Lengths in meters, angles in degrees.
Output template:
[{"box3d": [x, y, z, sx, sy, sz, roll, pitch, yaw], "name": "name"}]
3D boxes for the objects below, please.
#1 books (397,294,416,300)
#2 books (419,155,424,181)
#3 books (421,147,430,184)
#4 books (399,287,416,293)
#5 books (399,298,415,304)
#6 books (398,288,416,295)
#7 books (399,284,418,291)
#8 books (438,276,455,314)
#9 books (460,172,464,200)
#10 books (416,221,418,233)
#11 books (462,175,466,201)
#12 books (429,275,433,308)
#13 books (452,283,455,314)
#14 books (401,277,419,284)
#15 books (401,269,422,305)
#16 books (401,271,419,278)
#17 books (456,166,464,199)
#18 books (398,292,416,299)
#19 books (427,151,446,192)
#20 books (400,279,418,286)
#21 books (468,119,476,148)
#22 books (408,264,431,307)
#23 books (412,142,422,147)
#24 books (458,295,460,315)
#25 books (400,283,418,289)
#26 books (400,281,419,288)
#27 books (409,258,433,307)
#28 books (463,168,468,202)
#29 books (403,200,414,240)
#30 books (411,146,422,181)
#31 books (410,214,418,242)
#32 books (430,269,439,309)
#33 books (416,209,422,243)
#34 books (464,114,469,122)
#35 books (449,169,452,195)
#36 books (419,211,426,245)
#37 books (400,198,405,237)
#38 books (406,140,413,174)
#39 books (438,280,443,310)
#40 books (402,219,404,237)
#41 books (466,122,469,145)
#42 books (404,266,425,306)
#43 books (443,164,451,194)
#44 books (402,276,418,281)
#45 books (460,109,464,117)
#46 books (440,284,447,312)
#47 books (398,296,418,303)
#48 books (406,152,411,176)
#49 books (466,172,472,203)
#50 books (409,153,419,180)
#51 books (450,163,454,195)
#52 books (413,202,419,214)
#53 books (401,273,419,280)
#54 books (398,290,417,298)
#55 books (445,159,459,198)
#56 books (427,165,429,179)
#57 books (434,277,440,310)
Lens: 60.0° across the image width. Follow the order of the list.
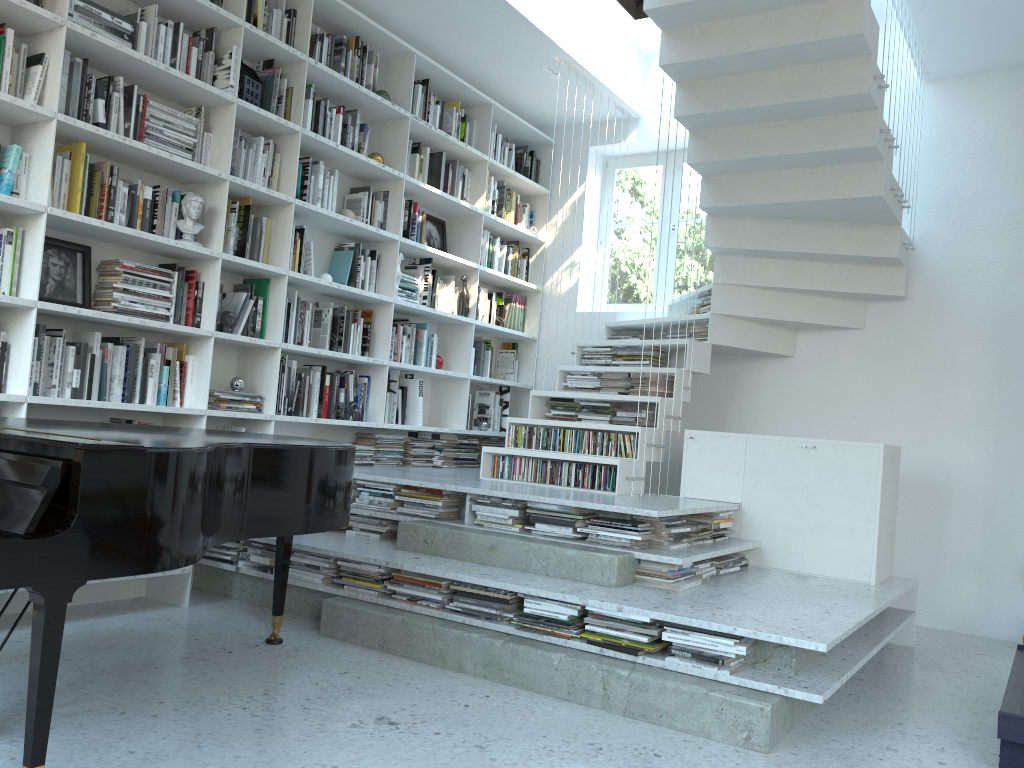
[{"box3d": [-0.738, -0.543, 5.502, 0.161, 0.012, 0.254, 2, -4, 36], "name": "books"}, {"box3d": [-0.638, -1.326, 5.586, 0.157, 0.224, 0.030, 3, -3, 32], "name": "books"}, {"box3d": [-0.602, -1.353, 5.628, 0.156, 0.288, 0.026, 3, -3, 32], "name": "books"}, {"box3d": [-0.741, -0.591, 5.510, 0.161, 0.012, 0.254, 3, -4, 32], "name": "books"}, {"box3d": [-0.740, -0.519, 5.501, 0.161, 0.012, 0.254, 3, -3, 28], "name": "books"}, {"box3d": [-0.732, -0.579, 5.503, 0.161, 0.012, 0.254, 3, -3, 27], "name": "books"}, {"box3d": [-0.729, -0.603, 5.506, 0.161, 0.012, 0.254, 2, -4, 37], "name": "books"}, {"box3d": [-0.474, -0.582, 5.892, 0.191, 0.271, 0.021, 3, -3, 32], "name": "books"}, {"box3d": [-0.406, -1.296, 5.946, 0.162, 0.241, 0.030, 3, -3, 32], "name": "books"}, {"box3d": [-0.665, -0.955, 5.577, 0.152, 0.213, 0.033, 3, -3, 32], "name": "books"}, {"box3d": [-0.393, -1.290, 5.985, 0.158, 0.234, 0.022, 3, -3, 32], "name": "books"}, {"box3d": [-0.597, -0.584, 5.704, 0.179, 0.236, 0.030, 3, -3, 32], "name": "books"}, {"box3d": [-0.461, -0.563, 5.919, 0.176, 0.239, 0.041, 3, -3, 32], "name": "books"}, {"box3d": [-0.731, -0.651, 5.512, 0.159, 0.012, 0.285, 3, -4, 34], "name": "books"}, {"box3d": [-0.649, -0.601, 5.637, 0.161, 0.254, 0.012, 3, -3, 32], "name": "books"}, {"box3d": [-0.728, -0.687, 5.513, 0.159, 0.012, 0.285, 3, -4, 34], "name": "books"}, {"box3d": [-0.416, -1.314, 5.915, 0.177, 0.272, 0.036, 3, -3, 32], "name": "books"}, {"box3d": [-0.740, -0.555, 5.505, 0.161, 0.012, 0.254, 3, -4, 34], "name": "books"}, {"box3d": [-0.539, -1.335, 5.650, 0.245, 0.265, 0.032, 3, -3, 32], "name": "books"}, {"box3d": [-0.726, -0.639, 5.507, 0.159, 0.012, 0.285, 3, -3, 27], "name": "books"}, {"box3d": [-0.326, -1.665, 6.043, 0.163, 0.263, 0.026, 3, -3, 32], "name": "books"}, {"box3d": [-0.604, -0.618, 5.675, 0.184, 0.300, 0.011, 3, -3, 32], "name": "books"}, {"box3d": [-0.646, -1.364, 5.571, 0.162, 0.296, 0.011, 3, -3, 32], "name": "books"}, {"box3d": [-0.422, -0.526, 5.987, 0.166, 0.179, 0.027, 3, -3, 32], "name": "books"}, {"box3d": [-0.732, -0.615, 5.509, 0.159, 0.012, 0.285, 3, -3, 29], "name": "books"}, {"box3d": [-0.733, -0.627, 5.511, 0.159, 0.012, 0.285, 3, -4, 34], "name": "books"}, {"box3d": [-0.596, -0.637, 5.685, 0.180, 0.339, 0.010, 3, -3, 32], "name": "books"}, {"box3d": [-0.375, -1.312, 6.004, 0.147, 0.284, 0.026, 3, -3, 32], "name": "books"}, {"box3d": [-0.696, -0.998, 5.518, 0.176, 0.287, 0.012, 3, -3, 32], "name": "books"}, {"box3d": [-0.650, -1.348, 5.550, 0.167, 0.261, 0.026, 3, -3, 32], "name": "books"}, {"box3d": [-0.672, -0.955, 5.537, 0.189, 0.207, 0.013, 3, -3, 32], "name": "books"}, {"box3d": [-0.568, -0.602, 5.756, 0.167, 0.282, 0.059, 3, -3, 32], "name": "books"}, {"box3d": [-0.648, -0.973, 5.600, 0.167, 0.253, 0.021, 3, -3, 32], "name": "books"}, {"box3d": [-0.368, -1.678, 6.004, 0.136, 0.279, 0.025, 3, -3, 32], "name": "books"}, {"box3d": [-0.475, -1.296, 5.828, 0.165, 0.217, 0.031, 3, -3, 32], "name": "books"}, {"box3d": [-0.628, -0.965, 5.615, 0.178, 0.243, 0.026, 3, -3, 32], "name": "books"}, {"box3d": [-0.737, -1.002, 5.479, 0.159, 0.285, 0.012, 3, -3, 32], "name": "books"}, {"box3d": [-0.705, -1.366, 5.479, 0.166, 0.282, 0.052, 3, -3, 32], "name": "books"}, {"box3d": [-0.528, -0.569, 5.866, 0.129, 0.235, 0.028, 3, -3, 32], "name": "books"}, {"box3d": [-0.732, -0.992, 5.507, 0.131, 0.269, 0.043, 3, -3, 32], "name": "books"}, {"box3d": [-0.370, -1.645, 5.970, 0.169, 0.210, 0.029, 3, -3, 32], "name": "books"}, {"box3d": [-0.633, -0.613, 5.679, 0.159, 0.285, 0.012, 3, -3, 32], "name": "books"}, {"box3d": [-0.487, -1.310, 5.795, 0.189, 0.240, 0.014, 3, -3, 32], "name": "books"}, {"box3d": [-0.730, -0.663, 5.512, 0.161, 0.012, 0.254, 3, -4, 34], "name": "books"}, {"box3d": [-0.391, -1.692, 5.959, 0.131, 0.299, 0.020, 3, -3, 32], "name": "books"}, {"box3d": [-0.509, -0.556, 5.884, 0.155, 0.213, 0.025, 3, -3, 32], "name": "books"}, {"box3d": [-0.737, -0.530, 5.500, 0.159, 0.012, 0.285, 2, -4, 37], "name": "books"}, {"box3d": [-0.693, -1.348, 5.516, 0.130, 0.250, 0.026, 3, -3, 32], "name": "books"}, {"box3d": [-0.359, -1.300, 6.026, 0.169, 0.265, 0.031, 3, -3, 32], "name": "books"}, {"box3d": [-0.662, -1.323, 5.524, 0.175, 0.207, 0.025, 3, -3, 32], "name": "books"}, {"box3d": [-0.466, -1.317, 5.857, 0.156, 0.263, 0.023, 3, -3, 32], "name": "books"}, {"box3d": [-0.671, -0.993, 5.556, 0.175, 0.285, 0.014, 3, -3, 32], "name": "books"}, {"box3d": [-0.729, -0.675, 5.513, 0.159, 0.012, 0.285, 3, -4, 30], "name": "books"}, {"box3d": [-0.739, -0.567, 5.506, 0.159, 0.012, 0.285, 3, -4, 30], "name": "books"}, {"box3d": [-0.442, -1.330, 5.869, 0.180, 0.294, 0.022, 3, -3, 32], "name": "books"}, {"box3d": [-0.599, -1.327, 5.653, 0.142, 0.238, 0.025, 3, -3, 32], "name": "books"}, {"box3d": [-0.545, -0.578, 5.805, 0.147, 0.242, 0.031, 3, -3, 32], "name": "books"}]
